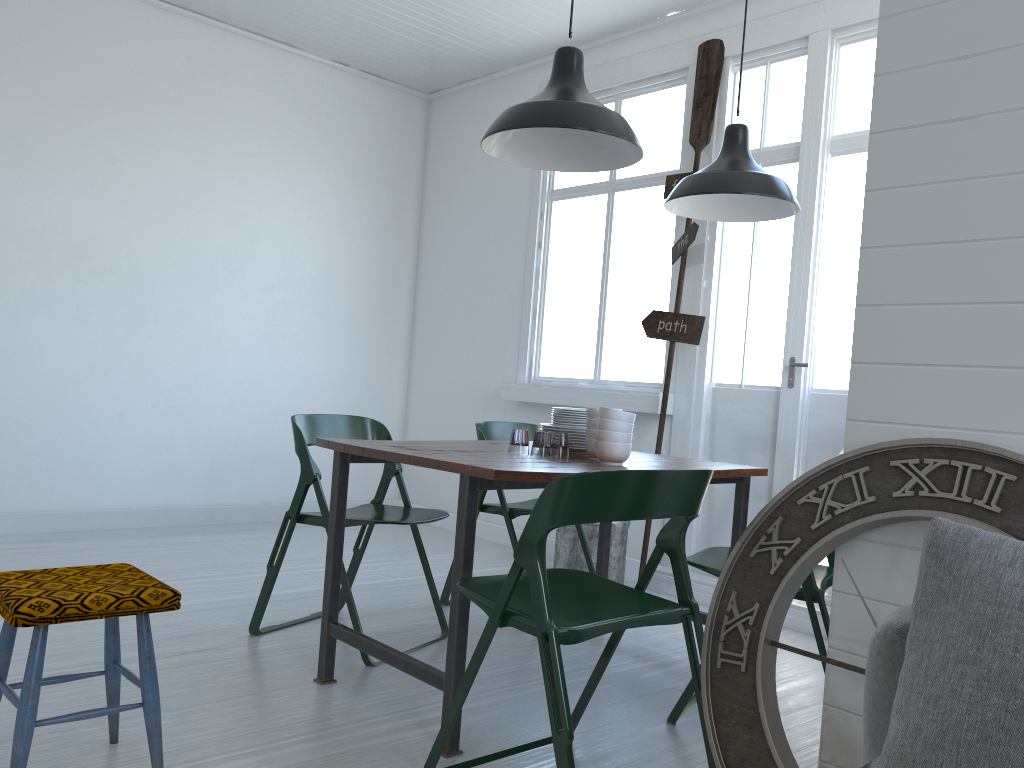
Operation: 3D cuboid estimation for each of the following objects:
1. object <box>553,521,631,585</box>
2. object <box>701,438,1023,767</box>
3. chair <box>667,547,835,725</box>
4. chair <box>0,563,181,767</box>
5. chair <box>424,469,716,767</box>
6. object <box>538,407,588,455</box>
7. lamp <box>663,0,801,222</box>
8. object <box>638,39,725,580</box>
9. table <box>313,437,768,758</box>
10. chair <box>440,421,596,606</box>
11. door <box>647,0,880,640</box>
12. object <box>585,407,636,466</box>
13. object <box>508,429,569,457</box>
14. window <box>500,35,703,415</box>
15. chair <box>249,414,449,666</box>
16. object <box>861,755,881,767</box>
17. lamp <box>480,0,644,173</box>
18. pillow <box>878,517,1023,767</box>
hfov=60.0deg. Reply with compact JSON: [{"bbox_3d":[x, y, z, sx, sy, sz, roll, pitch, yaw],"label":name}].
[{"bbox_3d":[0.496,0.888,5.439,0.450,0.725,0.451,5,0,28],"label":"object"},{"bbox_3d":[0.882,0.686,1.948,1.110,1.138,0.585,5,0,33],"label":"object"},{"bbox_3d":[1.028,0.787,3.339,0.730,1.007,0.651,5,0,28],"label":"chair"},{"bbox_3d":[-1.213,0.823,2.453,0.419,0.563,0.419,4,0,-42],"label":"chair"},{"bbox_3d":[0.212,0.720,2.593,0.652,1.007,0.730,4,1,-42],"label":"chair"},{"bbox_3d":[0.261,0.201,3.780,0.300,0.195,0.305,4,0,-6],"label":"object"},{"bbox_3d":[1.126,-1.602,4.323,0.650,1.499,0.650,4,1,3],"label":"lamp"},{"bbox_3d":[1.020,-0.441,5.412,0.361,3.422,0.413,4,1,-10],"label":"object"},{"bbox_3d":[0.144,0.743,3.647,1.696,0.930,1.170,4,0,-45],"label":"table"},{"bbox_3d":[0.106,0.724,4.745,0.730,1.007,0.652,5,0,38],"label":"chair"},{"bbox_3d":[1.585,-0.417,4.978,0.254,3.481,1.608,4,1,-42],"label":"door"},{"bbox_3d":[0.376,0.197,3.445,0.150,0.216,0.309,4,0,-10],"label":"object"},{"bbox_3d":[0.118,0.236,3.543,0.241,0.098,0.172,5,0,-38],"label":"object"},{"bbox_3d":[0.594,-1.037,6.117,0.254,2.399,1.481,4,1,-42],"label":"window"},{"bbox_3d":[-0.687,0.659,4.021,0.730,1.007,0.651,5,0,28],"label":"chair"},{"bbox_3d":[0.606,0.842,1.125,1.684,0.924,1.212,4,0,-2],"label":"object"},{"bbox_3d":[0.255,-1.673,3.529,0.649,1.499,0.650,5,1,44],"label":"lamp"},{"bbox_3d":[0.908,0.516,1.367,0.279,0.522,0.638,4,0,-43],"label":"pillow"}]
